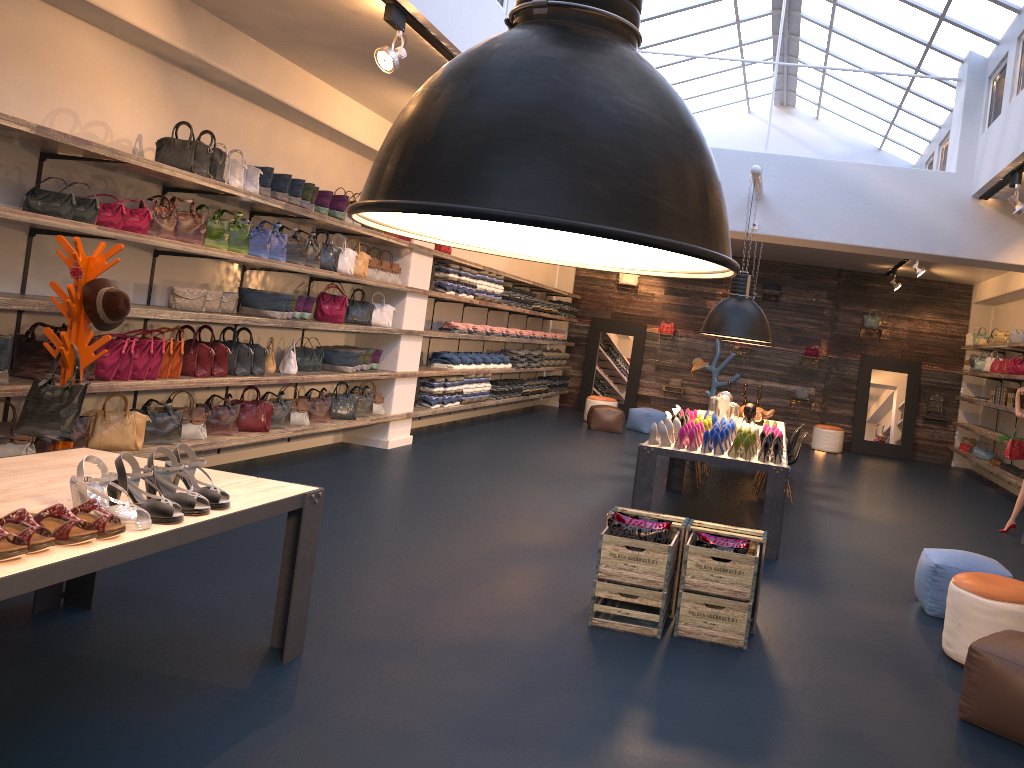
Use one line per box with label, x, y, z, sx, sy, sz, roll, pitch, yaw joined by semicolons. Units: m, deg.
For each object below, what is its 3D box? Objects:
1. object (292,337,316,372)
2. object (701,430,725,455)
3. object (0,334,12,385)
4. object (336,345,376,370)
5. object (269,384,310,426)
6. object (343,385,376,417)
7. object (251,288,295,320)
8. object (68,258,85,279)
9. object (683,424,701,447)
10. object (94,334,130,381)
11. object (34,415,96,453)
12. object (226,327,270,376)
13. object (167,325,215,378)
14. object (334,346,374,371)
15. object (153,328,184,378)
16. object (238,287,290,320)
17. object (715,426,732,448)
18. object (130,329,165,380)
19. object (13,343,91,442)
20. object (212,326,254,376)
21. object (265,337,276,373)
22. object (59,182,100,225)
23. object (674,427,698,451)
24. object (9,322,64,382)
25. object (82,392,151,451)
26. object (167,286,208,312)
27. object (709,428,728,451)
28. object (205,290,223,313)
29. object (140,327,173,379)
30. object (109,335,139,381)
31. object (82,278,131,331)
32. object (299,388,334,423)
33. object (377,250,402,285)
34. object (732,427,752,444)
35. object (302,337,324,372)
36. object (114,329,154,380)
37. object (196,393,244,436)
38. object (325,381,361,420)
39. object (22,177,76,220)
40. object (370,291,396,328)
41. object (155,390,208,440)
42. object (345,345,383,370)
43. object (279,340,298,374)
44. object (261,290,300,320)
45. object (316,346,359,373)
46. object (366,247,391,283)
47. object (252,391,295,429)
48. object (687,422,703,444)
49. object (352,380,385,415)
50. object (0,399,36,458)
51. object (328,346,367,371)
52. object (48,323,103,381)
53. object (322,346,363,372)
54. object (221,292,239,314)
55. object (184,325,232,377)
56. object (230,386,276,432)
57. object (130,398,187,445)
object;-1.970;-0.278;8.184;0.253;0.329;0.101;7;0;-32
object;1.669;0.480;7.214;0.192;0.195;0.254;8;2;21
object;-2.922;-0.146;4.810;0.314;0.285;0.196;9;1;32
object;-1.701;-0.280;9.402;0.433;0.236;0.171;7;1;-14
object;-2.054;0.189;8.002;0.413;0.367;0.165;7;1;-37
object;-1.607;0.181;9.187;0.405;0.339;0.200;6;1;-36
object;-2.095;-0.684;7.441;0.435;0.232;0.170;7;1;-16
object;-2.324;-0.617;4.639;0.079;0.112;0.064;8;0;-7
object;1.539;0.441;7.508;0.195;0.195;0.250;8;2;14
object;-2.637;-0.175;5.615;0.254;0.300;0.348;9;2;42
object;-2.801;0.285;5.389;0.406;0.339;0.200;6;1;-40
object;-2.230;-0.281;7.249;0.422;0.386;0.194;8;0;3
object;-2.439;-0.251;6.532;0.423;0.386;0.193;8;0;2
object;-1.697;-0.267;9.221;0.429;0.236;0.173;7;1;-10
object;-2.499;-0.227;6.234;0.263;0.362;0.204;8;0;-26
object;-2.089;-0.671;7.272;0.426;0.232;0.174;7;1;-7
object;1.869;0.469;7.753;0.197;0.195;0.248;8;2;11
object;-2.533;-0.204;5.968;0.228;0.343;0.291;8;1;44
object;-2.436;0.040;4.616;0.360;0.525;0.209;8;0;19
object;-2.279;-0.272;7.024;0.413;0.386;0.198;8;0;11
object;-2.165;-0.264;7.719;0.162;0.309;0.323;8;2;-17
object;-2.755;-1.138;5.470;0.299;0.276;0.133;8;0;-7
object;1.454;0.449;7.224;0.197;0.195;0.248;8;2;11
object;-2.824;-0.199;5.248;0.359;0.339;0.226;8;1;18
object;-2.659;0.245;5.826;0.459;0.386;0.178;6;1;-40
object;-2.369;-0.626;6.349;0.096;0.175;0.290;8;2;43
object;1.773;0.474;7.498;0.195;0.195;0.250;8;2;14
object;-2.344;-0.644;6.655;0.097;0.175;0.288;8;2;33
object;-2.533;-0.224;6.121;0.263;0.362;0.204;8;0;-26
object;-2.633;-0.177;5.723;0.268;0.298;0.236;7;1;-21
object;-2.197;-0.428;4.766;0.175;0.290;0.284;8;1;21
object;-1.881;0.200;8.365;0.406;0.339;0.200;6;1;-40
object;-1.395;-1.290;9.559;0.413;0.367;0.165;7;1;-37
object;2.128;0.489;7.965;0.195;0.195;0.250;8;2;14
object;-1.924;-0.283;8.347;0.253;0.329;0.101;7;0;-32
object;-2.567;-0.201;5.856;0.228;0.343;0.291;8;1;44
object;-2.326;0.241;6.924;0.406;0.339;0.200;6;1;-40
object;-1.732;0.162;8.798;0.459;0.386;0.177;6;1;-43
object;-2.845;-1.141;5.346;0.299;0.276;0.133;8;0;-7
object;-1.479;-0.823;9.523;0.457;0.386;0.178;7;1;-34
object;-2.501;0.230;6.556;0.413;0.367;0.165;7;1;-37
object;-1.651;-0.287;9.595;0.426;0.236;0.174;7;1;-8
object;-2.007;-0.251;7.849;0.162;0.309;0.323;8;2;-17
object;-2.101;-0.695;7.626;0.433;0.236;0.171;7;1;-14
object;-1.749;-0.237;8.659;0.427;0.232;0.174;7;1;-8
object;-1.472;-1.283;9.308;0.413;0.367;0.165;7;1;-37
object;-2.091;0.225;7.621;0.405;0.339;0.200;6;1;-36
object;1.628;0.434;7.775;0.193;0.195;0.252;8;2;18
object;-1.581;0.146;9.532;0.413;0.367;0.165;7;1;-37
object;-2.974;0.274;5.026;0.413;0.367;0.165;7;1;-37
object;-1.740;-0.259;9.030;0.433;0.236;0.171;7;1;-14
object;-2.748;-0.208;5.435;0.334;0.356;0.166;8;0;10
object;-1.753;-0.250;8.840;0.436;0.232;0.170;7;1;-17
object;-2.321;-0.662;6.956;0.097;0.175;0.288;8;2;35
object;-2.373;-0.265;6.748;0.416;0.386;0.197;8;0;9
object;-2.202;0.203;7.302;0.459;0.386;0.178;6;1;-40
object;-2.527;0.265;6.211;0.405;0.339;0.200;6;1;-36
